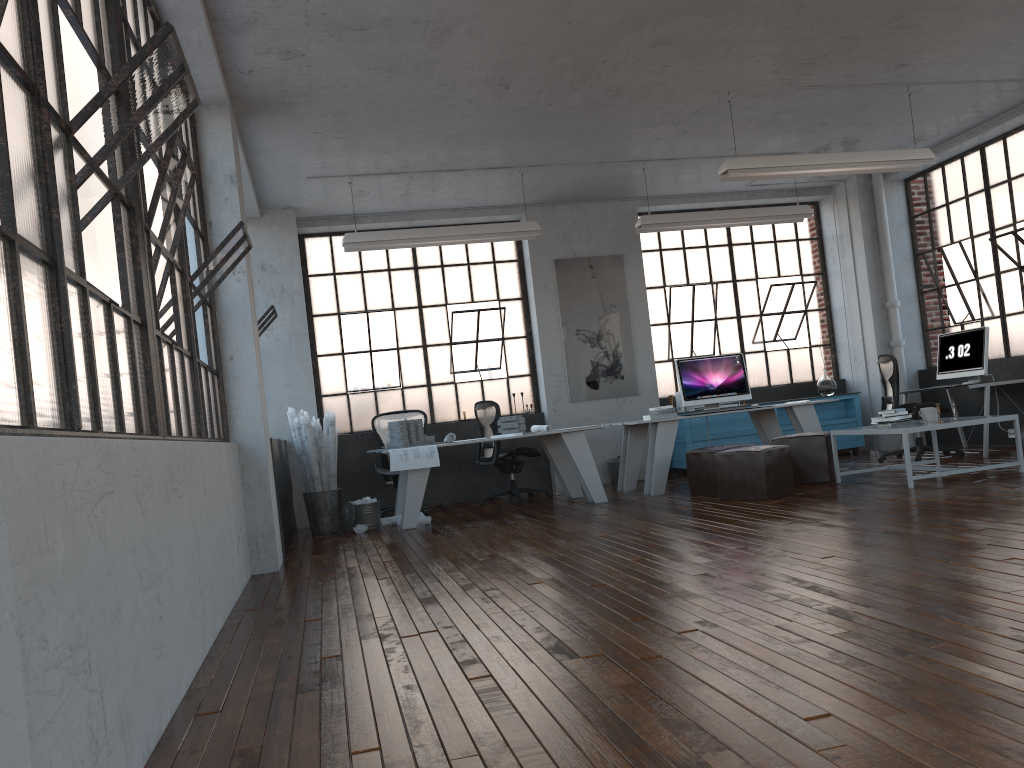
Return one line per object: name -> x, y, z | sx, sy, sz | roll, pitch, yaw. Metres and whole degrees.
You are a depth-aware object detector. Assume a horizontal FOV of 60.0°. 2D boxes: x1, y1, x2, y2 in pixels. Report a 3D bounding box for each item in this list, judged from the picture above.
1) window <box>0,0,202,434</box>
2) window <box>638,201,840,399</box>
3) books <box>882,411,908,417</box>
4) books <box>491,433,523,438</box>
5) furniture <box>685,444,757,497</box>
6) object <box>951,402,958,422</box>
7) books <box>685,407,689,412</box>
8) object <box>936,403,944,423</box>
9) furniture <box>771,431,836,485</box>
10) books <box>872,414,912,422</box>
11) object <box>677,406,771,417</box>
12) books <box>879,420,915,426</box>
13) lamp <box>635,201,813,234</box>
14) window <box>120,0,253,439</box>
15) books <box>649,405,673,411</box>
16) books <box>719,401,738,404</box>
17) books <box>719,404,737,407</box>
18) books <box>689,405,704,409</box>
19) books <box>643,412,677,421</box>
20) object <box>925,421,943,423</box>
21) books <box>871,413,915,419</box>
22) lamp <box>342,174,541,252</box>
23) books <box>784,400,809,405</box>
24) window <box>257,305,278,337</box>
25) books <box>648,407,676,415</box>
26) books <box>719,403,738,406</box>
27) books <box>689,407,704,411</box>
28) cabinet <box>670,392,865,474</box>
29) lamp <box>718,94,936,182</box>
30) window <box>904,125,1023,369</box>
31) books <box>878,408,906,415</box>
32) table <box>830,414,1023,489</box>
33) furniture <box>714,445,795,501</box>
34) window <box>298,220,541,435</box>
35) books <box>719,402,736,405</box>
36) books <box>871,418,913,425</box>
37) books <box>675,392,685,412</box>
window -> -1.274, -0.982, 2.312 | 0.669, 2.258, 2.460 | -6, -2, -12
window -> 2.774, -1.048, 10.952 | 2.589, 2.389, 0.670 | -6, -1, -12
books -> 3.121, 0.243, 7.231 | 0.185, 0.026, 0.125 | -7, -3, 18
books -> -0.045, 0.474, 8.150 | 0.235, 0.024, 0.200 | -8, -3, 24
furniture -> 1.845, 0.752, 7.733 | 0.479, 0.439, 0.481 | -5, -2, -34
object -> 3.378, 0.209, 6.773 | 0.055, 0.153, 0.055 | -6, -1, -36
books -> 2.016, 0.205, 10.403 | 0.053, 0.241, 0.173 | -6, -2, -12
object -> 3.266, 0.224, 6.780 | 0.053, 0.148, 0.052 | -7, -1, 28
furniture -> 2.604, 0.664, 7.899 | 0.503, 0.460, 0.503 | -7, -2, 26
books -> 3.108, 0.280, 7.262 | 0.271, 0.031, 0.200 | -5, -3, -37
object -> 2.041, 0.273, 8.693 | 0.847, 0.008, 0.688 | -6, -3, -11
books -> 3.146, 0.322, 7.256 | 0.217, 0.028, 0.172 | -6, -3, -12
lamp -> 2.153, -1.707, 8.978 | 1.876, 0.205, 0.202 | -6, -2, -12
window -> -1.776, -0.817, 4.685 | 0.669, 2.258, 2.460 | -6, -2, -12
books -> 1.417, 0.229, 8.437 | 0.185, 0.030, 0.153 | -6, -3, -12
books -> 2.482, 0.221, 10.504 | 0.330, 0.025, 0.176 | -6, -3, -12
books -> 2.456, 0.252, 10.268 | 0.248, 0.014, 0.187 | -6, -3, -14
books -> 2.184, 0.257, 10.207 | 0.242, 0.023, 0.191 | -6, -3, -14
books -> 1.408, 0.309, 8.440 | 0.271, 0.050, 0.200 | -6, -3, -12
object -> 3.310, 0.299, 6.956 | 0.137, 0.003, 0.137 | -7, -3, 9
books -> 3.116, 0.261, 7.261 | 0.275, 0.014, 0.200 | -6, -3, -12
lamp -> -0.681, -1.639, 8.375 | 1.876, 0.628, 0.202 | -6, -1, -12
books -> 2.780, 0.180, 8.656 | 0.205, 0.019, 0.243 | -8, -3, 28
window -> -2.413, -0.609, 7.694 | 0.669, 2.389, 2.594 | -6, -2, -12
books -> 1.421, 0.259, 8.421 | 0.257, 0.044, 0.193 | -7, -3, 8
books -> 2.455, 0.240, 10.276 | 0.251, 0.012, 0.202 | -6, -3, -11
books -> 2.194, 0.284, 10.215 | 0.258, 0.032, 0.191 | -6, -3, -10
cabinet -> 2.976, 0.590, 10.459 | 2.261, 0.732, 0.627 | -6, -2, -12
lamp -> 2.554, -2.037, 7.243 | 1.876, 0.628, 0.202 | -6, -1, -12
window -> 5.076, -1.384, 9.309 | 0.669, 2.389, 2.594 | -6, -2, -12
books -> 3.097, 0.223, 7.229 | 0.201, 0.026, 0.141 | -4, -3, -42
table -> 3.296, 0.534, 7.117 | 0.991, 0.444, 0.974 | -6, -2, -12
furniture -> 1.950, 0.717, 7.129 | 0.470, 0.431, 0.472 | -5, -3, -44
window -> -1.023, -0.656, 10.131 | 2.589, 2.389, 0.670 | -6, -1, -12
books -> 2.484, 0.240, 10.493 | 0.285, 0.012, 0.159 | -6, -3, -12
books -> 3.109, 0.303, 7.262 | 0.274, 0.025, 0.210 | -7, -3, 8
books -> 1.973, 0.210, 10.405 | 0.032, 0.239, 0.173 | -6, -2, -12
